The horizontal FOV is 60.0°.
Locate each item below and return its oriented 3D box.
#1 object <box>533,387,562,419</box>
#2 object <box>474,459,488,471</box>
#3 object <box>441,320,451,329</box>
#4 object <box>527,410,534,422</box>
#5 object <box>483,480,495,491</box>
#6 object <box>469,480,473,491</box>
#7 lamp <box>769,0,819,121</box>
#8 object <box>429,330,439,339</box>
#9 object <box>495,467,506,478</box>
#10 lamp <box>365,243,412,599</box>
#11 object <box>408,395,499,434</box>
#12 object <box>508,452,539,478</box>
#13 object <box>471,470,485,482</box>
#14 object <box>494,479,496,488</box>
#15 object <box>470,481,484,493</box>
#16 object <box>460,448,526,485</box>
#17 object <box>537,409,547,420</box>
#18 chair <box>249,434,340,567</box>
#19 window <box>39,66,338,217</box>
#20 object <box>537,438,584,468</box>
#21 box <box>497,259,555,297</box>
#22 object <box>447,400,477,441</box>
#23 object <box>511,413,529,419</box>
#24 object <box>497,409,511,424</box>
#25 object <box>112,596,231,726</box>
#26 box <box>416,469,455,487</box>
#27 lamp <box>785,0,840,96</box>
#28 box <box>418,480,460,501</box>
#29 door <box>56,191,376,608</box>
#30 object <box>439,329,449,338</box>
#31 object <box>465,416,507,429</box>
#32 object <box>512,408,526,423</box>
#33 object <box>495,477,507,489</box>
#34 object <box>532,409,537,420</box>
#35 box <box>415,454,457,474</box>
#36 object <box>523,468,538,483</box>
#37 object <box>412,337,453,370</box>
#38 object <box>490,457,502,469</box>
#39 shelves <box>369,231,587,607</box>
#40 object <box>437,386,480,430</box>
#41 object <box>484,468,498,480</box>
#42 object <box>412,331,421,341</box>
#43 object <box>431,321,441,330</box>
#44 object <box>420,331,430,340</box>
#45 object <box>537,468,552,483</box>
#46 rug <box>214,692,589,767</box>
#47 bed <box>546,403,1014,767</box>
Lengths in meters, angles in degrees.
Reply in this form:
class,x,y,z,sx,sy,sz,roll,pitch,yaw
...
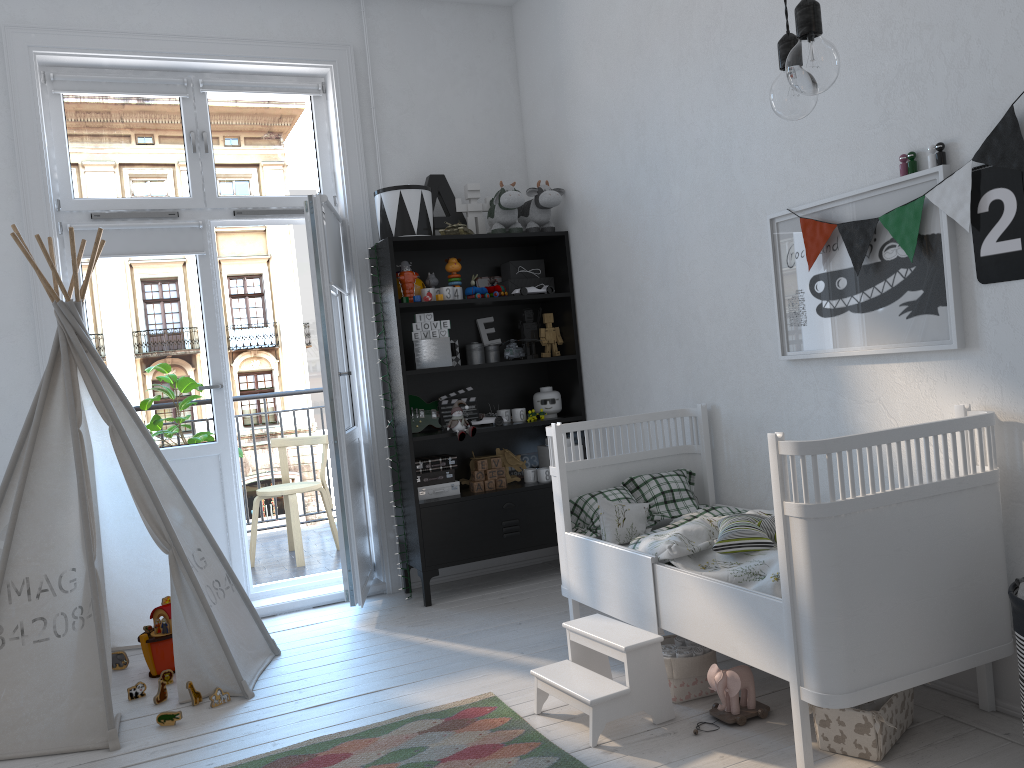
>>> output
class,x,y,z,sx,sy,sz,roll,pitch,yaw
object,0.178,0.095,4.451,0.139,0.162,0.139,-4,2,41
object,-0.149,0.388,4.251,0.050,0.050,0.050,-6,2,-24
object,-0.308,-0.276,4.129,0.040,0.040,0.040,-6,2,1
object,0.089,0.155,4.297,0.031,0.054,0.042,-5,2,26
object,-0.112,0.484,4.252,0.050,0.050,0.050,-6,2,-19
object,-0.174,0.489,4.284,0.050,0.050,0.050,-6,2,-24
lamp,-0.119,-1.138,1.802,1.382,1.530,0.074,-4,2,41
object,-0.362,-0.230,4.122,0.040,0.040,0.040,-6,2,-9
object,-0.065,0.428,4.303,0.050,0.050,0.050,-6,2,-24
lamp,-0.175,0.135,4.374,0.985,1.684,0.095,-6,2,-26
object,-0.309,0.153,4.380,0.542,0.239,0.093,-6,2,-23
object,0.011,0.427,4.550,0.347,0.120,0.034,-6,2,-24
object,-0.163,0.439,4.252,0.050,0.050,0.050,-6,2,-24
object,-0.069,0.478,4.335,0.050,0.050,0.050,-6,2,-24
object,-0.166,0.490,4.228,0.050,0.050,0.050,-6,2,-24
object,-0.094,0.413,4.407,0.337,0.186,0.111,-6,2,-9
object,0.146,0.149,4.348,0.042,0.054,0.031,-5,2,21
chair,-1.315,0.685,5.308,0.436,0.716,0.498,-5,2,21
window,-1.465,-1.125,4.142,1.262,0.660,0.101,-6,2,-24
object,0.244,0.369,4.461,0.132,0.199,0.267,-6,2,-24
box,0.072,-0.525,4.472,0.251,0.189,0.179,-6,2,-24
object,-0.234,0.168,4.093,0.110,0.186,0.129,-7,2,-37
object,0.013,0.168,4.493,0.163,0.034,0.069,-6,1,-24
object,-0.039,0.160,4.350,0.067,0.067,0.067,-6,2,-10
object,-1.230,0.967,3.271,0.385,0.284,0.857,-7,2,-32
box,-0.400,0.444,4.223,0.215,0.062,0.179,-6,1,-24
lamp,-0.136,-1.133,1.664,1.382,1.530,0.074,-4,2,41
box,-0.376,0.504,4.232,0.215,0.062,0.179,-6,1,-24
door,-1.251,0.114,3.950,1.263,1.839,0.637,-6,2,-22
object,-0.316,-0.235,4.129,0.040,0.040,0.040,-5,2,6
object,-0.136,0.182,4.264,0.230,0.048,0.098,-6,1,1
object,0.034,0.153,4.331,0.067,0.067,0.067,-6,2,-10
object,-0.052,0.477,4.279,0.050,0.050,0.050,-5,2,6
object,0.106,0.152,4.363,0.042,0.054,0.031,-6,2,-24
box,-0.389,0.382,4.230,0.215,0.062,0.179,-6,1,-24
object,0.092,0.452,4.365,0.067,0.067,0.067,-6,2,-10
object,-0.374,-0.141,4.157,0.170,0.138,0.124,-6,2,-9
object,-0.077,0.380,4.284,0.050,0.050,0.050,-6,2,-4
shelves,-0.125,0.134,4.327,0.911,1.678,0.353,-6,2,-24
object,-0.264,0.118,4.372,0.200,0.199,0.048,-6,2,-24
object,-0.103,0.433,4.257,0.050,0.050,0.050,-6,2,-24
object,-0.443,-0.222,4.109,0.040,0.040,0.040,-6,2,-9
object,-0.352,-0.271,4.123,0.040,0.040,0.040,-5,2,6
object,-0.406,-0.225,4.123,0.040,0.040,0.040,-6,2,-19
object,0.159,0.446,4.335,0.067,0.067,0.067,-6,2,-10
rug,-0.255,1.042,1.679,1.319,0.016,2.029,-6,1,-24
bed,0.723,0.510,2.786,0.670,0.833,1.404,-6,2,-24
